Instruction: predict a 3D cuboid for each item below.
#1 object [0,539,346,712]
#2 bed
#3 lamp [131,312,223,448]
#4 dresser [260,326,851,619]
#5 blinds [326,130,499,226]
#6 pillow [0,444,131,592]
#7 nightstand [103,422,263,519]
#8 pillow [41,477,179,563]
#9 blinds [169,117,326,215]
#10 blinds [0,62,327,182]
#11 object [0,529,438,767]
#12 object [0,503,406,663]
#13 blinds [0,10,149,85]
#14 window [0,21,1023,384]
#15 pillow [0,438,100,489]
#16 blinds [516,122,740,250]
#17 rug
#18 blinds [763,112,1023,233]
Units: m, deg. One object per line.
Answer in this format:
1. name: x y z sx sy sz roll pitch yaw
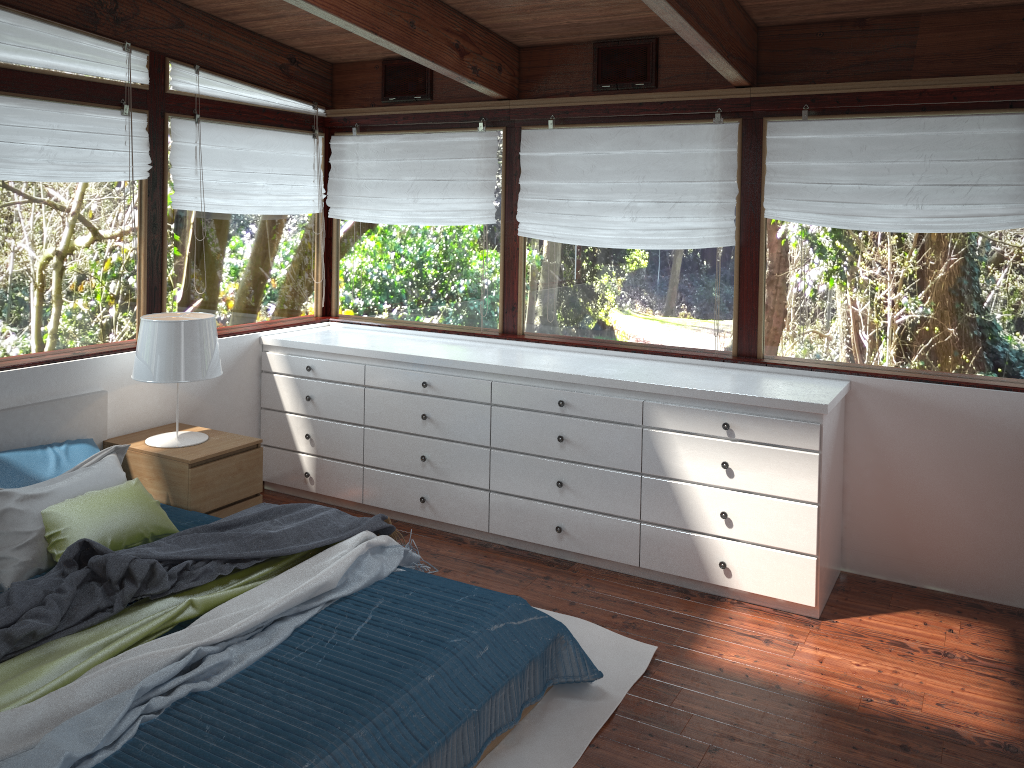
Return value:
1. object: -1.134 0.905 2.623 0.493 0.441 2.135 4 11 25
2. bed: -1.280 0.698 2.751 2.589 0.761 2.165 7 12 30
3. lamp: -1.576 -0.028 4.117 0.407 0.584 0.409 3 5 21
4. dresser: 0.033 0.297 4.491 3.132 0.874 0.621 7 7 29
5. blinds: -0.624 -1.230 5.238 1.248 0.552 0.054 6 4 29
6. pillow: -1.718 0.455 3.396 0.361 0.386 0.864 4 10 23
7. nightstand: -1.561 0.534 4.134 0.611 0.537 0.431 5 6 29
8. pillow: -1.766 0.600 2.938 0.312 0.216 1.396 5 12 28
9. blinds: -1.484 -1.237 5.066 0.053 0.500 1.192 2 9 29
10. blinds: -1.809 -1.340 4.476 0.054 0.646 2.594 2 10 29
11. object: -0.834 0.896 2.415 0.538 0.371 2.185 5 11 24
12. object: -1.294 0.718 2.773 0.633 0.401 2.146 7 12 37
13. blinds: -2.142 -1.553 3.890 0.032 0.272 1.257 2 10 29
14. window: 1.122 -0.476 1.382 8.343 1.913 5.334 7 12 29
15. pillow: -1.997 0.429 3.556 0.368 0.314 0.933 5 11 26
16. blinds: 0.571 -1.031 4.568 1.232 0.640 0.054 6 3 29
17. rug: -0.857 1.099 2.531 1.810 0.048 2.747 7 13 28
18. blinds: 1.751 -0.938 3.905 1.226 0.518 0.054 7 4 29
